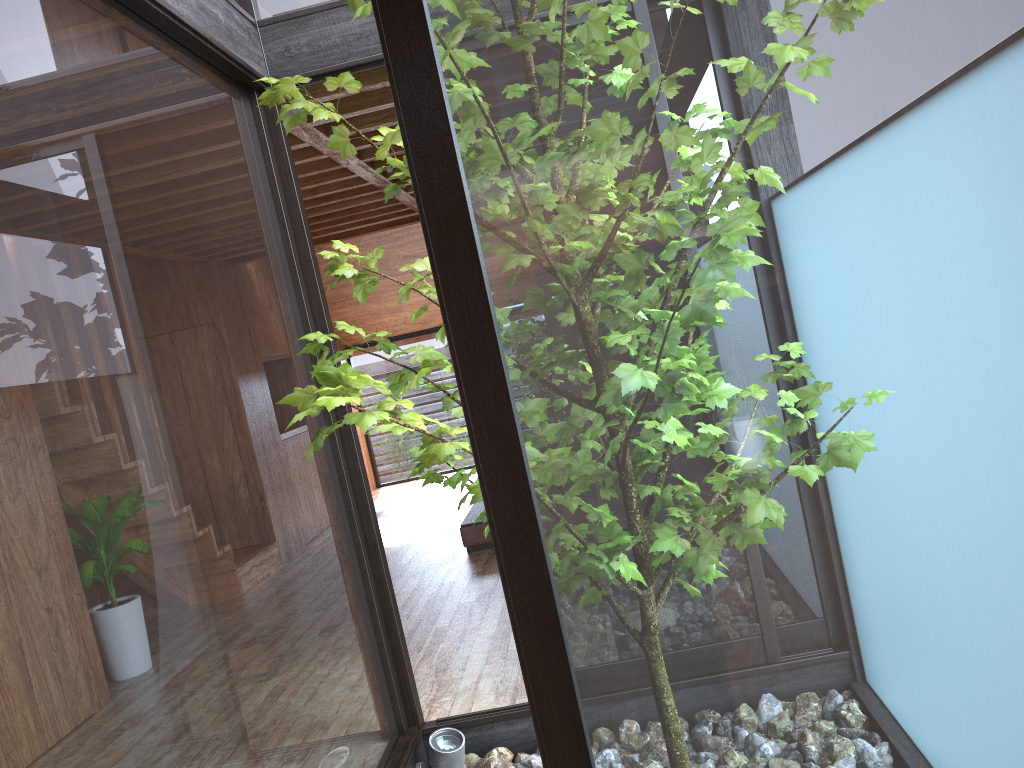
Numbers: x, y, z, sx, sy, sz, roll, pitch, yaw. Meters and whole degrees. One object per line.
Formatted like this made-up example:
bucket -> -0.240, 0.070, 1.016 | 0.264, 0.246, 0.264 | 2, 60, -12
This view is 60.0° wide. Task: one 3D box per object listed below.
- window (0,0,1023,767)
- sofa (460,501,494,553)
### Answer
window -> -1.318, -0.739, 2.469 | 4.099, 5.134, 13.976 | -12, 3, 5
sofa -> 0.404, 0.565, 5.086 | 1.697, 0.760, 2.506 | -12, 3, 5
